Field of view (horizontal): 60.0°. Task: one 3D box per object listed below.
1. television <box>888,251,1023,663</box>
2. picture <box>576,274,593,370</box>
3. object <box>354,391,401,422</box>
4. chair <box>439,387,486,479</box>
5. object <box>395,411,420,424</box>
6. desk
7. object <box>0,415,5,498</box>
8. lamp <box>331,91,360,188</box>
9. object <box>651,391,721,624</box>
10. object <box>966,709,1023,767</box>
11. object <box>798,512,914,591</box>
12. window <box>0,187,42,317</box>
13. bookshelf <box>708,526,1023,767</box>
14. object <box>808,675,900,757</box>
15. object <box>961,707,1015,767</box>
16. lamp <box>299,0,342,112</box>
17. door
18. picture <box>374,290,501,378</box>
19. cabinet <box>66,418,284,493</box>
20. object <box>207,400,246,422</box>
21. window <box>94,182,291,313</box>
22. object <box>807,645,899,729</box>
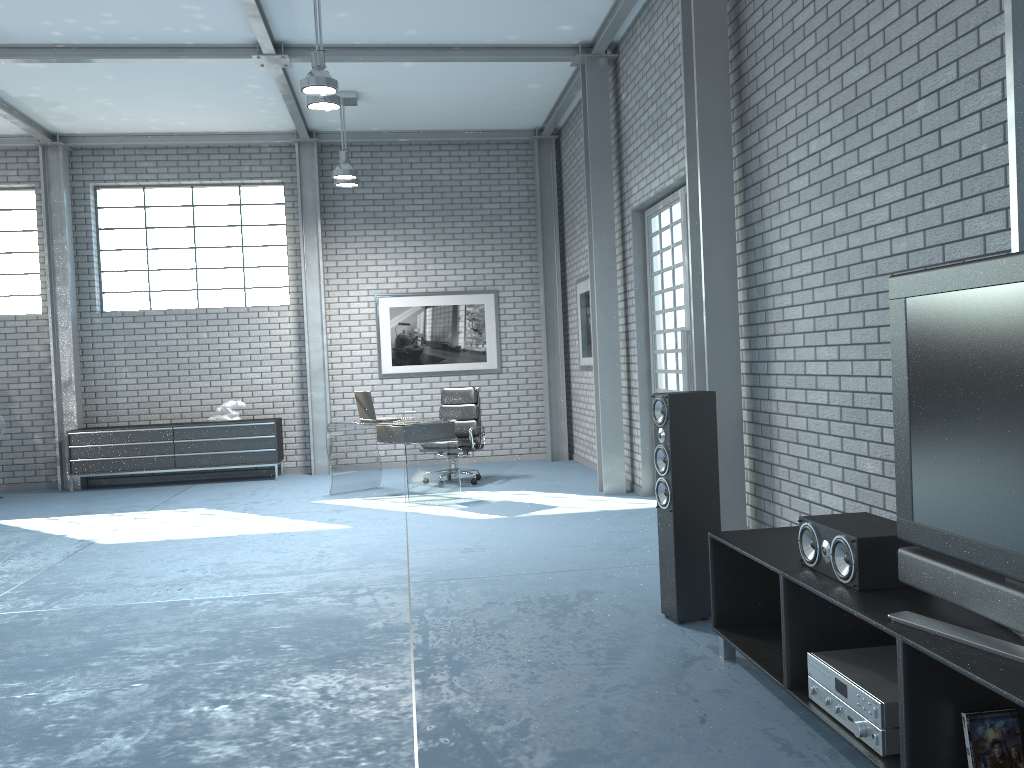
[{"bbox_3d":[1.202,0.164,1.843,0.343,0.919,1.356,-3,1,-7],"label":"television"},{"bbox_3d":[0.848,-0.656,9.357,0.020,1.015,1.490,-3,1,-7],"label":"picture"},{"bbox_3d":[-1.267,0.207,8.399,0.320,0.288,0.380,-3,2,-32],"label":"object"},{"bbox_3d":[-0.630,0.534,9.120,0.614,0.977,0.629,-2,2,22],"label":"chair"},{"bbox_3d":[-0.934,0.297,7.898,0.200,0.102,0.100,-2,1,17],"label":"object"},{"bbox_3d":[-1.139,0.705,8.382,0.593,0.718,1.358,-4,2,-42],"label":"desk"},{"bbox_3d":[-5.647,0.759,9.533,0.342,0.954,0.258,-4,2,-41],"label":"object"},{"bbox_3d":[-1.712,-2.496,9.027,0.300,0.872,0.639,-3,1,-7],"label":"lamp"},{"bbox_3d":[0.807,0.560,4.088,0.254,1.045,0.159,-3,1,-17],"label":"object"},{"bbox_3d":[1.193,0.904,2.176,0.135,0.189,0.047,-3,1,-7],"label":"object"},{"bbox_3d":[1.109,0.524,2.821,0.254,0.159,0.381,-3,1,-7],"label":"object"},{"bbox_3d":[-6.558,-1.494,10.250,2.200,1.500,0.100,-3,1,-7],"label":"window"},{"bbox_3d":[1.177,0.864,2.243,0.405,0.497,2.764,-3,1,-7],"label":"bookshelf"},{"bbox_3d":[1.128,0.951,2.607,0.375,0.070,0.430,-3,1,-7],"label":"object"},{"bbox_3d":[1.190,0.904,2.191,0.135,0.189,0.047,-3,1,-7],"label":"object"},{"bbox_3d":[-1.361,-2.443,6.250,0.300,0.872,0.639,-3,1,-7],"label":"lamp"},{"bbox_3d":[1.369,-0.257,6.636,0.300,2.500,2.200,-3,1,-7],"label":"door"},{"bbox_3d":[-0.894,-0.613,10.769,1.490,1.015,0.020,-3,1,-7],"label":"picture"},{"bbox_3d":[-3.801,0.798,10.149,2.250,0.682,0.510,-3,1,-7],"label":"cabinet"},{"bbox_3d":[-3.281,0.311,10.204,0.496,0.244,0.151,-2,1,18],"label":"object"},{"bbox_3d":[-3.783,-1.626,10.597,2.200,1.500,0.100,-3,1,-7],"label":"window"},{"bbox_3d":[1.132,0.877,2.606,0.360,0.070,0.430,-3,1,-7],"label":"object"}]
